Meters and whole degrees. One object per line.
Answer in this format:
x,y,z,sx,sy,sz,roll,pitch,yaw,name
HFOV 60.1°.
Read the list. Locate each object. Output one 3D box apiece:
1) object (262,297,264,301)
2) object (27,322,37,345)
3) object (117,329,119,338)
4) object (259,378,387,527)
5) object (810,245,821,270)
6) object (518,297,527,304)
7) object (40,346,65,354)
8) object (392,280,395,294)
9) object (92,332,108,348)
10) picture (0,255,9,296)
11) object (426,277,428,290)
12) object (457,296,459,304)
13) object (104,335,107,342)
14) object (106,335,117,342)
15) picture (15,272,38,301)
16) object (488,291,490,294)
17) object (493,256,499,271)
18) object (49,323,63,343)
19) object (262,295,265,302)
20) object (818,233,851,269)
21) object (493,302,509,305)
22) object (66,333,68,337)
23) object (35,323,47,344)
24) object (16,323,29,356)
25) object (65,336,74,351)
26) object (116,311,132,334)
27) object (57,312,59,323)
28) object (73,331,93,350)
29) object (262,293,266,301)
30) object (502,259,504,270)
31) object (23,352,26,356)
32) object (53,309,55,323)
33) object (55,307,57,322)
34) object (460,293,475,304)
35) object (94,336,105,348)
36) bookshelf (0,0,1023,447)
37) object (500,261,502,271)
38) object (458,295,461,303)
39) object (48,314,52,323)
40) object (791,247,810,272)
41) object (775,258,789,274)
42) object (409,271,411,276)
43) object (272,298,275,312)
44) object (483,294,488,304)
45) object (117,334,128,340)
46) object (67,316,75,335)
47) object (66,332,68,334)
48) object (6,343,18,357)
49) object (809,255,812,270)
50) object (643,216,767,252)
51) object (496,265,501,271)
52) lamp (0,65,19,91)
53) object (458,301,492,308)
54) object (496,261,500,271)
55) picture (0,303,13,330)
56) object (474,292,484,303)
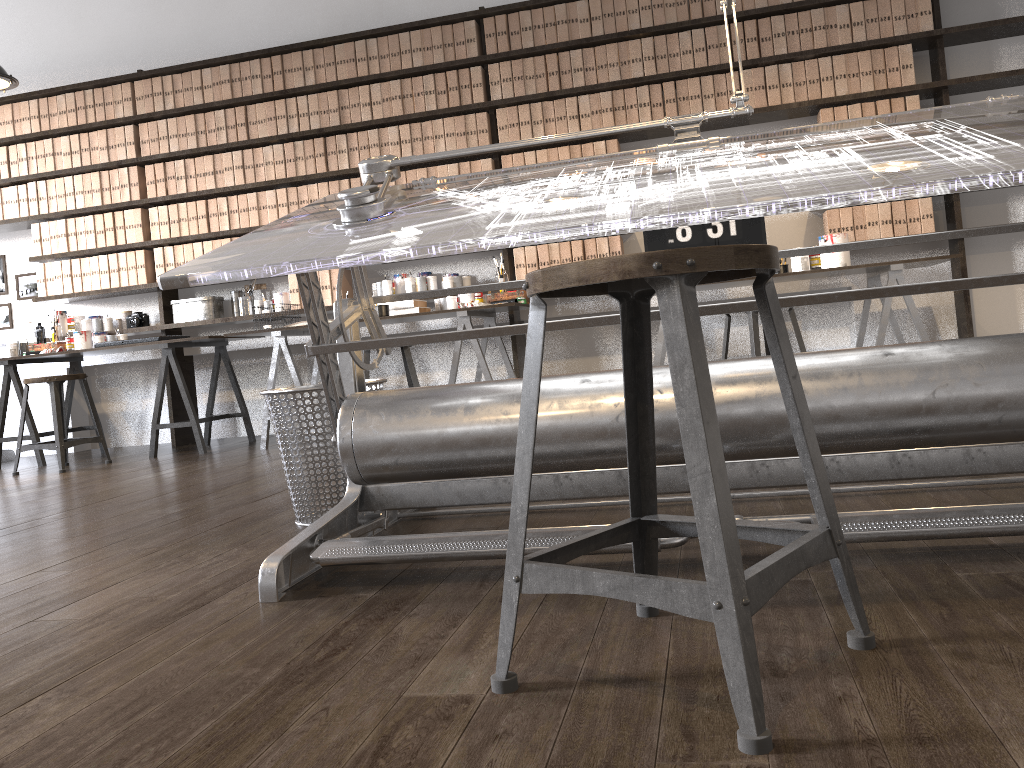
-1.563,-0.503,5.608,0.035,0.103,0.004,-6,-1,8,object
-3.109,-0.285,5.724,0.069,0.237,0.068,-6,0,10,object
-2.558,-0.288,5.744,0.029,0.133,0.004,-6,-1,8,object
-0.509,0.190,2.486,0.352,0.378,0.354,-5,1,34,object
1.600,-0.648,4.648,0.068,0.155,0.068,-6,0,-11,object
0.056,-0.460,4.923,0.049,0.037,0.049,-5,1,16,object
-2.854,-0.203,5.481,0.196,0.050,0.132,-4,3,42,object
-0.745,-0.576,5.469,0.045,0.128,0.044,-6,0,13,object
-2.665,-0.271,5.742,0.094,0.128,0.094,-5,0,16,object
-3.669,-0.765,6.285,0.201,0.285,0.022,-5,-1,12,picture
-0.541,-0.595,5.453,0.044,0.128,0.045,-6,0,30,object
-0.334,-0.463,5.194,0.045,0.101,0.044,-6,0,13,object
-2.610,-0.262,5.698,0.045,0.101,0.044,-6,0,12,object
-2.561,-0.265,5.668,0.063,0.093,0.063,-6,0,-28,object
-3.370,-0.689,6.218,0.251,0.183,0.023,-5,-1,12,picture
-0.136,-0.505,5.088,0.040,0.130,0.005,-6,-1,11,object
-0.077,-0.627,5.058,0.055,0.214,0.007,-6,-1,19,object
-2.859,-0.350,5.807,0.077,0.146,0.346,-6,1,35,object
-1.567,-0.507,5.624,0.028,0.127,0.004,-6,-1,11,object
1.664,-0.670,4.564,0.144,0.196,0.145,-6,0,-15,object
-0.093,-0.435,4.861,0.172,0.017,0.011,-6,0,-19,object
-2.838,-0.266,5.686,0.040,0.130,0.005,-6,-1,14,object
-3.091,-0.286,5.806,0.069,0.230,0.068,-6,0,10,object
-3.124,-0.277,5.654,0.069,0.230,0.068,-6,0,10,object
-2.807,-0.244,5.623,0.049,0.112,0.049,-6,0,9,object
-2.579,-0.405,5.891,0.107,0.161,0.235,-6,1,-22,object
-2.928,-0.369,5.696,0.055,0.193,0.006,-6,-1,11,object
-2.735,-0.266,5.648,0.105,0.142,0.104,-6,0,5,object
-1.562,-0.515,5.628,0.041,0.125,0.008,-6,-1,1,object
-0.058,-0.616,5.052,0.008,0.186,0.071,-5,-1,-35,object
-3.071,-0.184,5.615,0.049,0.037,0.049,-5,1,9,object
-2.935,-0.374,5.683,0.007,0.214,0.054,-5,-1,-42,object
-2.935,-0.383,5.706,0.007,0.228,0.021,-6,-1,24,object
-0.244,-0.487,5.096,0.105,0.142,0.104,-5,0,20,object
-2.624,-0.258,5.637,0.062,0.094,0.061,-6,0,-37,object
-0.824,-0.599,5.575,9.166,3.210,0.374,-5,-1,12,bookshelf
-0.060,-0.612,5.044,0.005,0.180,0.021,-6,-1,32,object
-0.267,-0.483,5.211,0.095,0.128,0.094,-6,0,9,object
-2.947,-0.361,5.696,0.071,0.186,0.008,-6,-1,13,object
1.507,-0.638,4.628,0.094,0.144,0.095,-5,0,39,object
1.455,-0.637,4.800,0.097,0.142,0.091,-6,0,-8,object
-0.613,-0.612,5.445,0.004,0.169,0.030,-6,-1,35,object
-1.510,-0.498,5.668,0.045,0.101,0.044,-6,0,15,object
-0.147,-0.471,5.101,0.060,0.089,0.059,-5,0,17,object
-2.505,-0.272,5.705,0.062,0.094,0.061,-6,0,-28,object
-2.987,-0.391,5.997,0.050,0.139,0.051,-6,0,10,object
-2.846,-0.265,5.693,0.033,0.148,0.005,-6,-1,13,object
-3.189,-0.208,5.655,0.068,0.104,0.068,-5,0,17,object
1.556,-0.646,4.724,0.096,0.143,0.096,-5,0,30,object
1.044,-0.789,4.814,0.642,0.518,0.204,-5,0,12,object
-0.067,-0.602,5.049,0.038,0.153,0.008,-5,-1,-28,object
-2.775,-2.640,4.485,0.311,2.254,0.312,-5,-1,-8,lamp
-0.199,-0.438,4.893,0.197,0.050,0.132,-6,2,-17,object
-0.065,-0.617,5.069,0.006,0.182,0.053,-5,-1,-35,object
-3.651,-0.472,6.282,0.251,0.183,0.023,-5,-1,12,picture
-0.187,-0.476,5.044,0.049,0.112,0.049,-6,0,16,object
